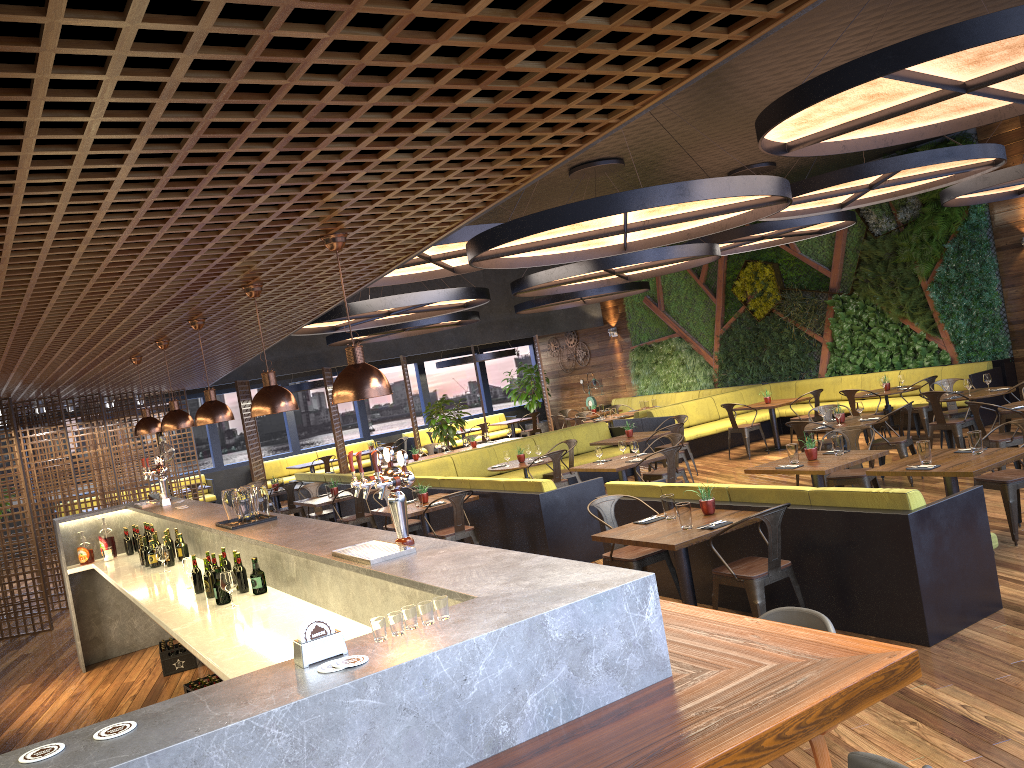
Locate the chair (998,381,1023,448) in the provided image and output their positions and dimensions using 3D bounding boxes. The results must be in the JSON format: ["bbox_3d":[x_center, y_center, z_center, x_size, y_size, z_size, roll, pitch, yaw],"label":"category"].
[{"bbox_3d":[6.191,0.347,10.754,0.541,0.917,0.504,-9,1,40],"label":"chair"}]

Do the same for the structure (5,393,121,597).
[{"bbox_3d":[-6.230,1.573,12.518,1.319,2.700,0.050,-10,1,-2],"label":"structure"}]

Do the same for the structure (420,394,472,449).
[{"bbox_3d":[-1.351,1.097,18.323,0.993,1.763,1.166,-9,1,28],"label":"structure"}]

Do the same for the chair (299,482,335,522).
[{"bbox_3d":[-2.662,1.855,12.513,0.504,0.917,0.541,-10,1,-32],"label":"chair"}]

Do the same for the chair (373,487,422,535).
[{"bbox_3d":[-1.259,1.652,10.216,0.504,0.917,0.541,-10,1,-32],"label":"chair"}]

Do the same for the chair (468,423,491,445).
[{"bbox_3d":[-0.716,1.371,20.662,0.504,0.917,0.541,-10,1,-32],"label":"chair"}]

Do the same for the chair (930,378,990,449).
[{"bbox_3d":[5.830,0.395,11.589,0.504,0.917,0.541,-10,1,7],"label":"chair"}]

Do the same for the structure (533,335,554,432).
[{"bbox_3d":[0.766,0.214,20.480,0.050,2.700,0.852,-10,1,-2],"label":"structure"}]

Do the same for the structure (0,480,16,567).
[{"bbox_3d":[-10.113,2.644,17.012,0.993,1.763,1.166,-9,1,28],"label":"structure"}]

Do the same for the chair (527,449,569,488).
[{"bbox_3d":[0.510,1.321,11.541,0.504,0.917,0.541,-10,1,-32],"label":"chair"}]

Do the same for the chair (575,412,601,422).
[{"bbox_3d":[1.630,1.011,17.968,0.504,0.917,0.541,-10,1,-32],"label":"chair"}]

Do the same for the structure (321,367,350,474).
[{"bbox_3d":[-3.487,1.002,17.777,0.050,2.700,0.852,-10,1,-2],"label":"structure"}]

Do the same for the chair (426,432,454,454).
[{"bbox_3d":[-1.675,1.533,20.935,0.541,0.917,0.504,-10,1,-32],"label":"chair"}]

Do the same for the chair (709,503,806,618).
[{"bbox_3d":[1.594,1.236,5.777,0.504,0.917,0.541,-10,1,-32],"label":"chair"}]

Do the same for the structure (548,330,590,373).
[{"bbox_3d":[1.462,-0.874,23.400,0.058,1.178,1.791,-10,1,-32],"label":"structure"}]

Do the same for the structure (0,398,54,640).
[{"bbox_3d":[-6.140,1.600,10.113,1.319,2.700,0.050,-10,1,-2],"label":"structure"}]

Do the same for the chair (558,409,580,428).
[{"bbox_3d":[1.388,1.019,19.907,0.504,0.917,0.541,-10,1,-32],"label":"chair"}]

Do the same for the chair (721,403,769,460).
[{"bbox_3d":[3.694,0.720,14.186,0.541,0.917,0.504,-10,1,-32],"label":"chair"}]

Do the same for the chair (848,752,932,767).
[{"bbox_3d":[0.795,1.375,2.037,0.483,1.048,0.438,-10,1,-3],"label":"chair"}]

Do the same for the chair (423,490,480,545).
[{"bbox_3d":[-0.606,1.557,9.160,0.504,0.917,0.541,-10,1,-32],"label":"chair"}]

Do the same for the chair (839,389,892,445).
[{"bbox_3d":[5.141,0.491,12.946,0.541,0.917,0.504,-10,1,-32],"label":"chair"}]

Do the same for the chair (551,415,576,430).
[{"bbox_3d":[1.173,1.074,18.888,0.541,0.917,0.504,-10,1,-32],"label":"chair"}]

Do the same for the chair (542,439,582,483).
[{"bbox_3d":[0.709,1.271,12.400,0.541,0.917,0.504,-10,1,-32],"label":"chair"}]

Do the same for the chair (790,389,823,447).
[{"bbox_3d":[4.676,0.554,13.955,0.504,0.917,0.541,-10,1,-32],"label":"chair"}]

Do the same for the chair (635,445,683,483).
[{"bbox_3d":[1.671,1.149,9.842,0.504,0.917,0.541,-10,1,-32],"label":"chair"}]

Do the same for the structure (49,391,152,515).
[{"bbox_3d":[-6.275,1.559,13.721,1.319,2.700,0.050,-10,1,-2],"label":"structure"}]

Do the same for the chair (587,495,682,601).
[{"bbox_3d":[0.931,1.332,6.849,0.504,0.917,0.541,-10,1,-32],"label":"chair"}]

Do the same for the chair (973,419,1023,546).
[{"bbox_3d":[4.078,0.778,7.218,0.541,0.917,0.504,-10,1,-13],"label":"chair"}]

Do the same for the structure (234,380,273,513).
[{"bbox_3d":[-4.904,1.264,16.876,0.050,2.700,0.852,-10,1,-2],"label":"structure"}]

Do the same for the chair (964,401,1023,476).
[{"bbox_3d":[5.007,0.583,9.069,0.541,0.917,0.504,-10,1,-2],"label":"chair"}]

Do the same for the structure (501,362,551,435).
[{"bbox_3d":[0.555,0.455,23.714,1.493,2.184,1.272,-10,1,-32],"label":"structure"}]

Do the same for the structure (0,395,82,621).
[{"bbox_3d":[-6.185,1.586,11.315,1.319,2.700,0.050,-10,1,-2],"label":"structure"}]

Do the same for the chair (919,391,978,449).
[{"bbox_3d":[5.324,0.497,10.784,0.541,0.917,0.504,-10,1,-32],"label":"chair"}]

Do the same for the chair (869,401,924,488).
[{"bbox_3d":[4.348,0.680,10.089,0.541,0.917,0.504,-9,1,40],"label":"chair"}]

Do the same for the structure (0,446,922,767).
[{"bbox_3d":[-2.493,1.045,5.656,2.700,2.700,9.298,-10,1,-32],"label":"structure"}]

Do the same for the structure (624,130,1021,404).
[{"bbox_3d":[5.098,-1.446,17.421,0.918,4.593,9.182,-11,1,-33],"label":"structure"}]

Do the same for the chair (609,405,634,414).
[{"bbox_3d":[2.354,0.877,18.428,0.504,0.917,0.541,-10,1,-32],"label":"chair"}]

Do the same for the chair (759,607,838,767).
[{"bbox_3d":[0.931,1.334,3.015,0.483,1.048,0.438,-9,1,29],"label":"chair"}]

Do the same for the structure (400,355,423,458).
[{"bbox_3d":[-2.069,0.739,18.678,0.050,2.700,0.852,-10,1,-2],"label":"structure"}]

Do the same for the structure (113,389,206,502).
[{"bbox_3d":[-6.366,1.532,16.126,1.319,2.700,0.050,-10,1,-2],"label":"structure"}]

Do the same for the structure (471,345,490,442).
[{"bbox_3d":[-0.652,0.477,19.579,0.050,2.700,0.852,-10,1,-2],"label":"structure"}]

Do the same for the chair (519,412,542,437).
[{"bbox_3d":[0.477,1.150,21.420,0.504,0.917,0.541,-10,1,-32],"label":"chair"}]

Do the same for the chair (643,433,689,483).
[{"bbox_3d":[1.879,1.096,10.800,0.541,0.917,0.504,-10,1,-32],"label":"chair"}]

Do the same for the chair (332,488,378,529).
[{"bbox_3d":[-2.009,1.760,11.456,0.504,0.917,0.541,-10,1,-32],"label":"chair"}]

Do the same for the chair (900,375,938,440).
[{"bbox_3d":[5.923,0.357,12.827,0.504,0.917,0.541,-10,1,-32],"label":"chair"}]

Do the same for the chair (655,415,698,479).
[{"bbox_3d":[2.425,0.957,13.289,0.541,0.917,0.504,-10,1,-32],"label":"chair"}]

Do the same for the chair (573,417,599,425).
[{"bbox_3d":[1.518,1.048,17.001,0.541,0.917,0.504,-10,1,-32],"label":"chair"}]

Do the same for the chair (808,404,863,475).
[{"bbox_3d":[3.987,0.727,10.924,0.504,0.917,0.541,-10,1,7],"label":"chair"}]

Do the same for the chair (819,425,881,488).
[{"bbox_3d":[3.279,0.893,8.552,0.504,0.917,0.541,-9,1,35],"label":"chair"}]

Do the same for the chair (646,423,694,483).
[{"bbox_3d":[2.184,1.015,12.371,0.504,0.917,0.541,-10,1,-32],"label":"chair"}]

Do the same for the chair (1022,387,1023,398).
[{"bbox_3d":[5.858,0.426,9.585,0.504,0.917,0.541,-9,1,30],"label":"chair"}]

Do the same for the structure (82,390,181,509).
[{"bbox_3d":[-6.320,1.545,14.924,1.319,2.700,0.050,-10,1,-2],"label":"structure"}]
